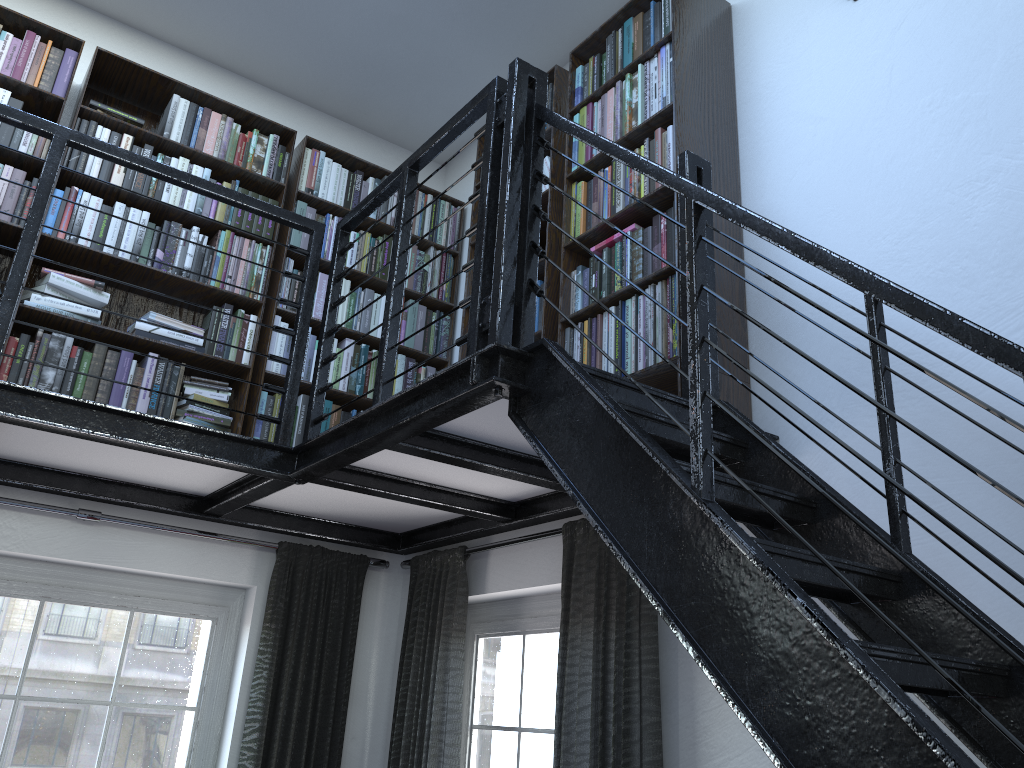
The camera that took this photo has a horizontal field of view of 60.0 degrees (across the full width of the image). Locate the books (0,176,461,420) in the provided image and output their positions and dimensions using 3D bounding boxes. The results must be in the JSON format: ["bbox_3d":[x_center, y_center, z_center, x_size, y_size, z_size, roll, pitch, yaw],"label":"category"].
[{"bbox_3d":[-1.878,-0.891,2.724,4.413,1.449,1.274,17,-26,-30],"label":"books"}]

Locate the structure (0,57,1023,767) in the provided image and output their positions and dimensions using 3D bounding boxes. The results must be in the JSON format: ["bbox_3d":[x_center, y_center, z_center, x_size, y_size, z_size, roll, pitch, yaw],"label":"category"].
[{"bbox_3d":[-1.011,0.312,0.796,4.464,3.401,4.577,18,-26,-31],"label":"structure"}]

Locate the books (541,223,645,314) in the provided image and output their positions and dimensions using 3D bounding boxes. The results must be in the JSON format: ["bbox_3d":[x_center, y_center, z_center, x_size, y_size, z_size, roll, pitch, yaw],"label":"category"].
[{"bbox_3d":[-1.299,-1.010,1.927,4.311,1.156,1.585,18,-26,-32],"label":"books"}]

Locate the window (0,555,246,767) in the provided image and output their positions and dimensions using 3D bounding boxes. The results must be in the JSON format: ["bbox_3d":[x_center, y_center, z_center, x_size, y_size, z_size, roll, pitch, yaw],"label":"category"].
[{"bbox_3d":[-1.621,1.450,3.057,1.161,1.628,0.132,18,-27,-31],"label":"window"}]

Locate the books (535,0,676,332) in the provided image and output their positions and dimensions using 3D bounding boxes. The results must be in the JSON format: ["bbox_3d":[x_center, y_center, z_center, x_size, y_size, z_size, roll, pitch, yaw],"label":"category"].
[{"bbox_3d":[-1.108,-1.210,1.754,4.352,1.428,2.187,18,-26,-32],"label":"books"}]

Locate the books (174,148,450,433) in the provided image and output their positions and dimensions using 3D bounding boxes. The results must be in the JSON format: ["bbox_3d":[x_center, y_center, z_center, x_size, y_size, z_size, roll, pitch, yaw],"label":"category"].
[{"bbox_3d":[-2.148,-0.756,3.102,4.412,1.432,0.225,17,-26,-31],"label":"books"}]

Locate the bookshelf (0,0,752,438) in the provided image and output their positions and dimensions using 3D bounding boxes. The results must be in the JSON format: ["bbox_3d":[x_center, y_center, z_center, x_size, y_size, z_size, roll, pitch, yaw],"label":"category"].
[{"bbox_3d":[-1.353,-1.041,2.034,4.451,1.639,3.062,17,-25,-31],"label":"bookshelf"}]

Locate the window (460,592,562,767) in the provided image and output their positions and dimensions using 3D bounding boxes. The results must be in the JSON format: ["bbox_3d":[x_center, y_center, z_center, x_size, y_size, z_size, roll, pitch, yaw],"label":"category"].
[{"bbox_3d":[0.098,1.521,2.961,0.132,1.628,1.157,19,-27,-32],"label":"window"}]

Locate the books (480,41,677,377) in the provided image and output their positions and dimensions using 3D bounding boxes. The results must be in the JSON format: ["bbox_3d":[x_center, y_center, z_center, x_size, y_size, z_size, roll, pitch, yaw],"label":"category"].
[{"bbox_3d":[-1.406,-1.066,2.173,4.360,1.424,1.160,17,-26,-31],"label":"books"}]

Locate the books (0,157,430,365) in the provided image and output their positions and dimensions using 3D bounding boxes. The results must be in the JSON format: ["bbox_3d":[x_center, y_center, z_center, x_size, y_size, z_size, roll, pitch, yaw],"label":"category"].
[{"bbox_3d":[-1.861,-0.518,3.244,3.373,1.138,0.238,17,-26,-31],"label":"books"}]

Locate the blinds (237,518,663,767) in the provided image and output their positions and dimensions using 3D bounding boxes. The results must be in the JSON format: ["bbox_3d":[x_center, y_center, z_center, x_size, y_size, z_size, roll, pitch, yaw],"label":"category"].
[{"bbox_3d":[-0.198,1.679,2.859,1.742,2.413,0.522,-13,-28,34],"label":"blinds"}]

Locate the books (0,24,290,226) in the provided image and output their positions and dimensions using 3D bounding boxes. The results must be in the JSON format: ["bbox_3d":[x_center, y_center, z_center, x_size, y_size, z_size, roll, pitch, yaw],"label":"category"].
[{"bbox_3d":[-2.140,-1.021,3.218,2.622,0.839,0.211,17,-26,-31],"label":"books"}]

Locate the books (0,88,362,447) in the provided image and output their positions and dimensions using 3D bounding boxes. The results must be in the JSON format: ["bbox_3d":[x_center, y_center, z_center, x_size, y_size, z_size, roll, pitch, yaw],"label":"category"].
[{"bbox_3d":[-2.147,-0.747,3.094,4.418,1.416,0.240,17,-26,-31],"label":"books"}]
